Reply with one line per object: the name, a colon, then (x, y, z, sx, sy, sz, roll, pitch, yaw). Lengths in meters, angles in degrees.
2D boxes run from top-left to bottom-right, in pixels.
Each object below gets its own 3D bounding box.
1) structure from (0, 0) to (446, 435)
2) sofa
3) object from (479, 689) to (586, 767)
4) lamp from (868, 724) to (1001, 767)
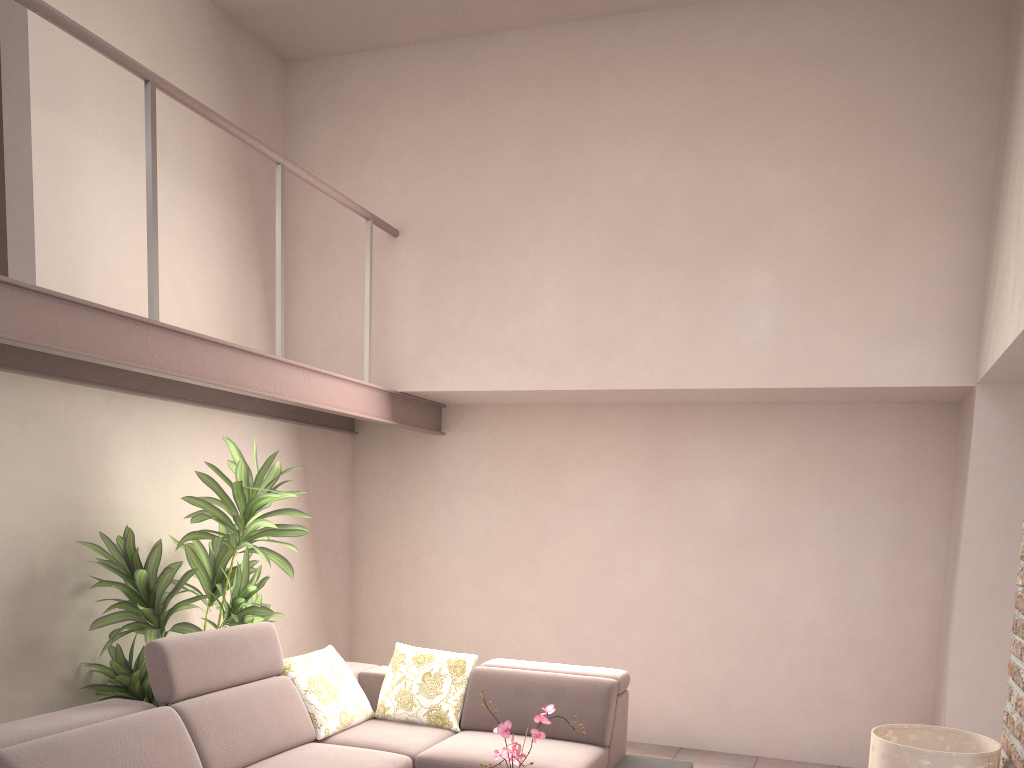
structure: (-0.667, 0.258, 2.682, 3.739, 3.245, 7.248, 1, -5, 21)
sofa: (-0.577, 1.539, 3.651, 2.137, 0.953, 3.179, 0, -7, 20)
object: (0.034, 1.300, 3.012, 0.366, 0.607, 0.295, 3, 4, 14)
lamp: (1.354, 1.572, 2.979, 0.406, 0.864, 0.384, 3, 5, 20)
